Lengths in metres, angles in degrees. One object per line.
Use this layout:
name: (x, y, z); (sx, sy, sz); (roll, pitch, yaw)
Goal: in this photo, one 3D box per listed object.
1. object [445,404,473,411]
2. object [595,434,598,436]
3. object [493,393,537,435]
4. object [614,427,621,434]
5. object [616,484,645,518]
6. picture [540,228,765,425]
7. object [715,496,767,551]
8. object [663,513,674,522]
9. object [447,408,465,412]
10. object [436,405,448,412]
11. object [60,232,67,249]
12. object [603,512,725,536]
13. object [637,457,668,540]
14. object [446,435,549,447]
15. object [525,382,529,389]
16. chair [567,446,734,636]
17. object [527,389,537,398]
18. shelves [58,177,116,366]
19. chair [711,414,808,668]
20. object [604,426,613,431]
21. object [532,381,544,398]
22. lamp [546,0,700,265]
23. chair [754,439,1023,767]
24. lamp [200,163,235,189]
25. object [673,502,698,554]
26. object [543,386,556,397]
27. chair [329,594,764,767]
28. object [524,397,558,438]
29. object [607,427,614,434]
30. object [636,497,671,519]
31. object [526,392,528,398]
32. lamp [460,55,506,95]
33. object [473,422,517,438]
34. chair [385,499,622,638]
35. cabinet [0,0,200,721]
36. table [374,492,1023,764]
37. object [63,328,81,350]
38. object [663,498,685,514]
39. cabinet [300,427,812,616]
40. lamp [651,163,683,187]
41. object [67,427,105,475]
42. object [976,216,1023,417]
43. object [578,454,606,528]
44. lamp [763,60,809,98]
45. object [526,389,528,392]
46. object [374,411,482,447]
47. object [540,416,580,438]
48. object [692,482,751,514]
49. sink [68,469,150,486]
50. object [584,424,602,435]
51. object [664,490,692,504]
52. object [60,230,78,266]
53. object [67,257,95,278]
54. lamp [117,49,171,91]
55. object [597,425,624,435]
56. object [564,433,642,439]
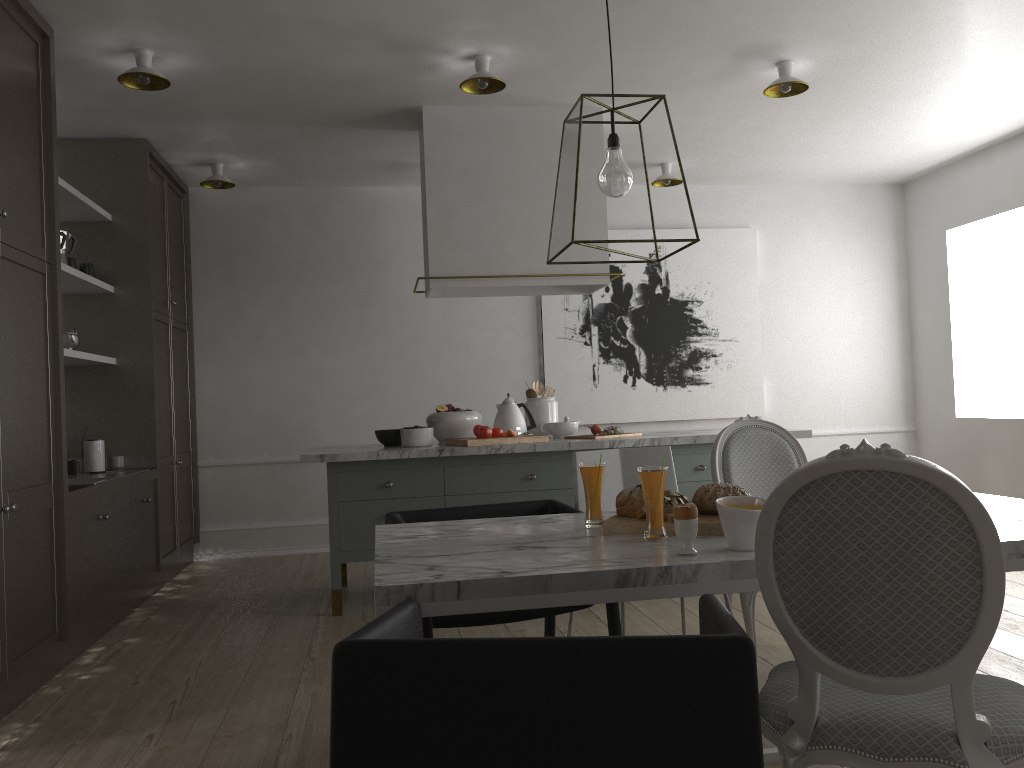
object: (-0.268, 0.142, 4.413); (0.167, 0.091, 0.071); (-3, -1, 17)
object: (0.409, 0.244, 4.291); (0.028, 0.010, 0.015); (-2, -2, -34)
object: (-0.002, 0.164, 4.458); (0.204, 0.236, 0.178); (-3, -1, 28)
object: (0.513, 0.229, 4.346); (0.035, 0.036, 0.037); (-2, -1, -21)
object: (0.320, 0.289, 2.237); (0.086, 0.087, 0.090); (-2, -1, -31)
picture: (0.966, -0.403, 6.086); (1.545, 1.315, 0.039); (-2, -1, -9)
object: (0.516, 0.292, 1.857); (0.170, 0.105, 0.110); (-3, -1, 11)
object: (0.399, 0.318, 2.121); (0.077, 0.017, 0.068); (-2, -1, -31)
object: (-0.292, 0.155, 4.360); (0.154, 0.074, 0.135); (-2, -1, -13)
object: (-0.342, 0.123, 4.312); (0.054, 0.048, 0.061); (-4, -2, 45)
object: (-2.014, -0.605, 3.852); (0.138, 0.167, 0.087); (-2, -1, -13)
object: (0.435, 0.341, 2.206); (0.360, 0.031, 0.260); (-3, -1, 21)
object: (0.325, 0.261, 2.035); (0.071, 0.188, 0.071); (-3, -1, 12)
object: (-0.073, 0.263, 4.140); (0.400, 0.030, 0.290); (-2, -1, -24)
object: (0.143, 0.129, 4.633); (0.141, 0.290, 0.064); (-3, -1, 5)
chair: (0.439, 0.583, 2.809); (0.470, 0.745, 0.439); (-2, -1, -19)
object: (0.141, 0.148, 4.599); (0.117, 0.251, 0.061); (-2, -1, -29)
shelves: (-2.133, -0.500, 3.901); (0.352, 0.775, 1.339); (-2, -1, -9)
chair: (0.899, 0.518, 2.968); (0.480, 0.833, 0.505); (-2, -1, -11)
object: (0.488, 0.231, 4.454); (0.057, 0.039, 0.049); (-2, -1, -12)
object: (0.137, 0.129, 4.678); (0.056, 0.296, 0.131); (-3, -1, 11)
lamp: (0.241, -0.876, 2.208); (0.584, 1.108, 0.584); (-3, -1, 6)
chair: (0.654, 0.497, 1.517); (0.480, 0.833, 0.505); (-3, -1, 24)
lamp: (-1.721, -1.218, 5.179); (0.197, 0.130, 0.197); (-2, -1, -4)
object: (0.359, 0.296, 1.826); (0.050, 0.101, 0.050); (-2, -1, -13)
object: (0.157, 0.142, 4.581); (0.149, 0.262, 0.054); (-3, -1, 6)
chair: (0.067, 0.642, 1.365); (0.569, 0.597, 0.609); (-3, -1, 6)
object: (0.154, 0.175, 4.628); (0.174, 0.208, 0.174); (-3, -1, 9)
object: (0.478, 0.228, 4.326); (0.033, 0.037, 0.034); (-2, -1, -31)
object: (0.354, 0.300, 2.160); (0.083, 0.057, 0.072); (-2, -2, -33)
object: (0.132, 0.152, 4.672); (0.114, 0.247, 0.050); (-2, -1, -4)
lamp: (-0.126, -1.316, 3.756); (0.197, 0.130, 0.197); (-3, -1, 26)
object: (-0.077, 0.211, 4.127); (0.194, 0.079, 0.135); (-2, -1, -20)
chair: (-0.049, 0.675, 2.624); (0.569, 0.597, 0.609); (-2, -1, -19)
cabinet: (-2.079, -0.125, 2.890); (0.947, 2.377, 5.433); (-2, -1, -9)
table: (0.574, 0.641, 2.185); (1.781, 0.583, 0.870); (-2, -1, -9)
object: (-2.093, -0.206, 4.193); (0.102, 0.135, 0.210); (-2, -1, -16)
object: (0.377, 0.300, 2.144); (0.083, 0.055, 0.073); (-2, -1, -32)
cabinet: (0.200, 0.634, 4.426); (2.360, 0.721, 0.870); (-2, -1, -9)
lamp: (0.975, -1.322, 5.591); (0.197, 0.130, 0.197); (-2, -1, -24)
object: (-2.110, 0.322, 4.294); (0.144, 0.229, 0.307); (-3, -2, 34)
object: (3.850, 0.946, 3.070); (0.001, 8.324, 10.834); (-2, -1, -9)
object: (0.208, 0.271, 2.270); (0.071, 0.188, 0.071); (-3, -1, 12)
lamp: (1.222, -1.368, 3.962); (0.197, 0.130, 0.197); (-2, -2, -34)
object: (0.117, 0.151, 4.642); (0.033, 0.250, 0.118); (-3, -1, 32)
object: (-0.400, 0.219, 4.341); (0.491, 0.156, 0.364); (-2, -1, -32)
object: (0.251, 0.217, 4.476); (0.159, 0.110, 0.172); (-3, -2, 36)
object: (0.531, 0.286, 2.238); (0.151, 0.075, 0.157); (-3, -1, 27)
sink: (-1.995, 0.513, 4.010); (0.475, 0.174, 0.877); (-2, -1, -9)
object: (0.405, 0.227, 4.397); (0.090, 0.051, 0.050); (-4, -2, 44)
object: (0.401, 0.294, 2.195); (0.079, 0.067, 0.074); (-1, -2, -37)
object: (-2.072, -0.621, 4.062); (0.175, 0.212, 0.111); (-1, -2, -38)
object: (-2.177, -0.553, 4.359); (0.173, 0.098, 0.264); (-2, -1, 0)
lamp: (-1.474, -1.264, 3.550); (0.197, 0.130, 0.197); (-3, -1, 26)
object: (0.457, 0.234, 4.332); (0.116, 0.058, 0.224); (-3, -1, 27)
object: (0.449, 0.256, 4.368); (0.330, 0.012, 0.220); (-1, -2, -39)
